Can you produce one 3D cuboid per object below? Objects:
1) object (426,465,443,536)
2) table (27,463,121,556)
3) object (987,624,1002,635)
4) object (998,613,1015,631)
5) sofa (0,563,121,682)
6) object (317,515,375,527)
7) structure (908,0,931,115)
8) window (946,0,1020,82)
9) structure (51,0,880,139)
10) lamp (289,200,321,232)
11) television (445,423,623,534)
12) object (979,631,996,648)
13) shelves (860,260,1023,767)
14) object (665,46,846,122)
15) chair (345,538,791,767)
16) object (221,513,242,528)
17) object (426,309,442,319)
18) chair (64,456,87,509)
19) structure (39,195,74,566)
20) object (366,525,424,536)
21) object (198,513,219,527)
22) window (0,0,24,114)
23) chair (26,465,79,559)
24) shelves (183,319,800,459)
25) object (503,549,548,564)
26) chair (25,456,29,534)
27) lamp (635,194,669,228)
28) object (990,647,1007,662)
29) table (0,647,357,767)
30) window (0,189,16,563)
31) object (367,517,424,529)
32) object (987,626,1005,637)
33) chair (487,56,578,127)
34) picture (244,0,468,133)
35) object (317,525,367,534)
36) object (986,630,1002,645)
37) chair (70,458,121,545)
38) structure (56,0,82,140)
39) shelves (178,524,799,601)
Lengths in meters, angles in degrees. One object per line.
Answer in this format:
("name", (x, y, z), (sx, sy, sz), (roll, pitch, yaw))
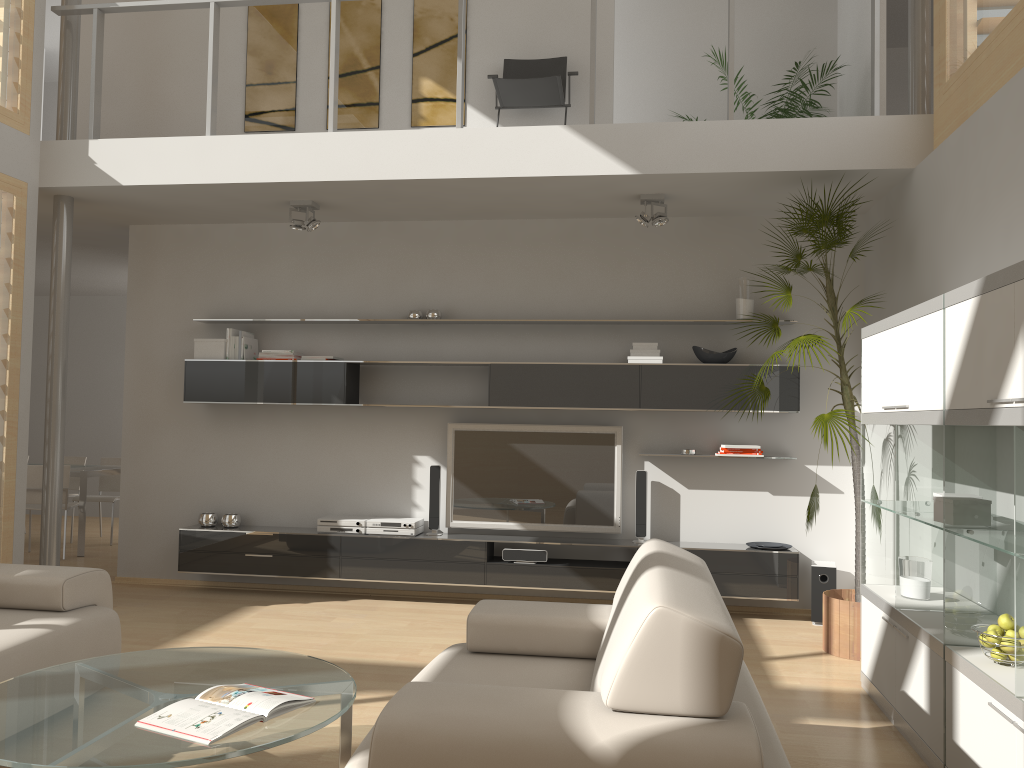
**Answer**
("object", (-0.539, 0.811, 6.209), (0.111, 0.483, 0.116), (1, -2, 5))
("table", (-4.773, 1.148, 8.408), (2.199, 0.746, 0.900), (1, -2, 8))
("object", (1.593, 0.816, 2.927), (0.044, 0.043, 0.040), (0, -2, 23))
("object", (1.634, 0.786, 2.928), (0.055, 0.056, 0.055), (1, -2, 8))
("sofa", (-2.407, 0.931, 3.129), (1.168, 0.846, 2.093), (1, -2, 8))
("object", (-1.169, 0.970, 6.259), (0.349, 0.049, 0.262), (1, -2, 8))
("structure", (2.384, -2.678, 5.189), (0.121, 2.400, 0.122), (3, -3, -40))
("window", (2.151, -2.750, 3.494), (0.020, 2.200, 2.525), (1, -2, 8))
("structure", (-0.324, -1.969, 5.387), (5.400, 0.900, 0.080), (1, -2, 8))
("lamp", (-1.388, -1.117, 5.947), (0.214, 0.195, 0.150), (1, -2, 8))
("television", (0.151, 0.649, 6.183), (1.224, 0.735, 0.096), (1, -2, 8))
("object", (1.584, 0.850, 2.949), (0.054, 0.055, 0.053), (2, -3, -27))
("shelves", (1.739, 0.553, 3.144), (0.408, 1.756, 2.432), (1, -2, 8))
("object", (1.812, -1.970, 6.442), (1.331, 1.069, 1.491), (1, -2, 6))
("chair", (0.194, 0.962, 2.740), (1.165, 0.846, 1.562), (1, -2, 8))
("object", (-2.030, 0.988, 6.413), (0.143, 0.091, 0.143), (-1, -3, 40))
("object", (-0.553, -0.488, 6.267), (0.115, 0.081, 0.115), (1, -2, -11))
("chair", (-4.635, 1.141, 8.908), (0.455, 0.807, 0.501), (1, -2, 8))
("structure", (-3.010, 0.103, 5.853), (0.121, 2.700, 0.122), (1, -2, -4))
("object", (-0.817, 1.023, 6.212), (0.349, 0.049, 0.250), (1, -2, 8))
("object", (-2.206, 0.986, 6.439), (0.143, 0.091, 0.143), (-1, -3, 40))
("window", (-3.217, -2.817, 4.276), (0.020, 2.200, 2.525), (1, -2, 8))
("chair", (-4.092, 1.107, 7.819), (0.455, 0.807, 0.501), (2, -2, -12))
("shelves", (-0.220, 0.012, 6.160), (4.236, 0.914, 0.300), (1, -2, 8))
("object", (0.091, 1.158, 5.976), (0.300, 0.092, 0.085), (1, -2, 8))
("chair", (-5.272, 1.133, 8.991), (0.455, 0.807, 0.501), (1, -2, 8))
("lamp", (0.886, -1.089, 5.619), (0.214, 0.195, 0.150), (1, -2, 8))
("object", (1.595, 0.886, 2.906), (0.048, 0.048, 0.048), (0, -2, 19))
("table", (-1.112, 1.183, 2.848), (1.198, 0.370, 1.198), (0, -3, 26))
("window", (-3.269, 0.031, 4.162), (0.020, 2.500, 2.525), (1, -2, 8))
("object", (-0.817, 0.974, 6.208), (0.349, 0.049, 0.262), (1, -2, 8))
("object", (1.623, 0.837, 2.975), (0.054, 0.048, 0.055), (1, -2, 2))
("chair", (0.128, -1.897, 6.031), (0.628, 0.825, 0.537), (1, -2, 8))
("picture", (-1.157, -2.775, 6.562), (1.684, 1.800, 0.010), (1, -2, 8))
("object", (-1.170, 1.018, 6.257), (0.349, 0.049, 0.262), (1, -2, 8))
("object", (1.571, 0.826, 2.890), (0.047, 0.048, 0.047), (2, -3, -29))
("chair", (-4.004, 1.147, 8.782), (0.455, 0.807, 0.501), (1, -2, 8))
("structure", (-2.958, -2.744, 5.968), (0.121, 2.400, 0.122), (1, -2, -4))
("shelves", (-0.242, 1.210, 6.112), (4.236, 0.312, 0.300), (1, -2, 8))
